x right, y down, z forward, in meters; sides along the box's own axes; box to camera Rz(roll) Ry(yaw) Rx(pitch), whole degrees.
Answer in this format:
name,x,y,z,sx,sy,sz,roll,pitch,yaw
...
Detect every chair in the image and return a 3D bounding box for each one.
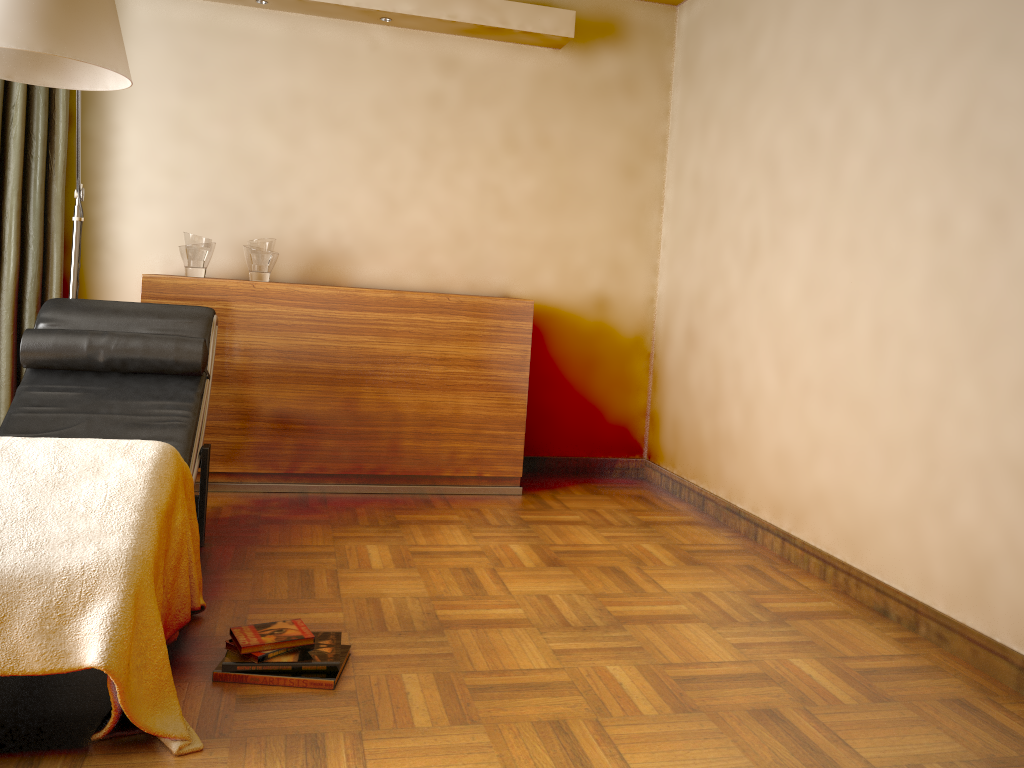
name,x,y,z,sx,sy,sz,roll,pitch,yaw
chair,-1.218,0.191,2.477,0.635,0.794,1.799,3,5,-14

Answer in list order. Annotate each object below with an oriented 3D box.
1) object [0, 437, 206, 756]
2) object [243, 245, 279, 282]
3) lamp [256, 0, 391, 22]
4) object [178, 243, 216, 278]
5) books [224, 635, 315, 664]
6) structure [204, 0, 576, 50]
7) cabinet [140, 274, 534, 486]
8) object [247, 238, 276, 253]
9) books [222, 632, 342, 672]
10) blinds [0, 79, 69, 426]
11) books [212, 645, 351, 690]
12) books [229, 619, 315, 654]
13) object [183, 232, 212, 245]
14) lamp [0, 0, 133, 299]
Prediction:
name,x,y,z,sx,sy,sz,roll,pitch,yaw
object,-1.116,0.402,1.963,0.916,0.519,0.914,3,5,-14
object,-1.108,-0.530,3.891,0.155,0.154,0.157,2,4,-24
lamp,-1.128,-1.749,4.019,1.156,0.028,0.050,2,5,-14
object,-1.368,-0.541,3.826,0.156,0.154,0.156,6,4,33
books,-0.583,0.622,2.131,0.124,0.018,0.173,8,7,35
structure,-0.784,-1.790,4.114,2.175,0.130,0.275,2,5,-14
cabinet,-0.787,-0.013,4.034,1.671,0.860,0.417,3,2,-14
object,-1.105,-0.568,3.890,0.122,0.149,0.123,2,4,-35
books,-0.548,0.644,2.130,0.264,0.020,0.190,3,6,-10
blinds,-2.321,-0.801,3.129,0.225,2.447,1.532,5,2,31
books,-0.543,0.667,2.114,0.280,0.022,0.201,4,6,0
books,-0.577,0.605,2.124,0.172,0.018,0.124,0,7,-30
object,-1.365,-0.579,3.825,0.122,0.149,0.123,2,4,-32
lamp,-1.325,-0.385,2.721,0.451,1.962,1.421,4,3,-11
